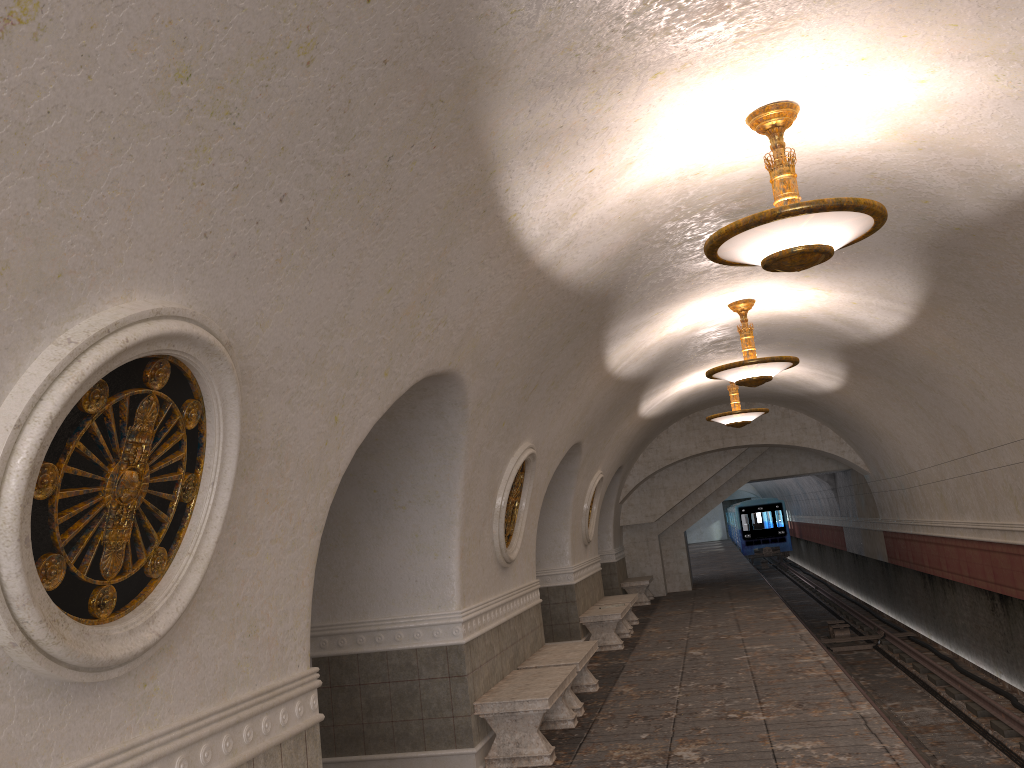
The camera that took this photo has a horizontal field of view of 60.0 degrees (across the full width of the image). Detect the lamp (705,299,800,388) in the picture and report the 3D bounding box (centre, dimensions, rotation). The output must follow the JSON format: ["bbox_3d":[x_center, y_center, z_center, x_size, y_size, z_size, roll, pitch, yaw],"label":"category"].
[{"bbox_3d":[2.603,-0.429,9.777,1.008,0.955,1.008,-11,-11,27],"label":"lamp"}]

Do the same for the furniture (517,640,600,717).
[{"bbox_3d":[0.532,3.056,9.222,0.613,0.508,1.509,-8,-10,11],"label":"furniture"}]

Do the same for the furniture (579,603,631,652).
[{"bbox_3d":[1.442,3.656,13.361,0.613,0.508,1.509,-8,-10,11],"label":"furniture"}]

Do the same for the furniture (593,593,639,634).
[{"bbox_3d":[1.800,3.892,14.987,0.613,0.508,1.509,-8,-10,11],"label":"furniture"}]

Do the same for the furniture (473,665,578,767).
[{"bbox_3d":[0.174,2.820,7.596,0.613,0.508,1.509,-8,-10,11],"label":"furniture"}]

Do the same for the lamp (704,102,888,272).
[{"bbox_3d":[1.576,-1.106,5.108,1.008,0.955,1.008,-11,-11,27],"label":"lamp"}]

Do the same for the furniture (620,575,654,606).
[{"bbox_3d":[2.783,4.540,19.456,0.613,0.508,1.509,-8,-10,11],"label":"furniture"}]

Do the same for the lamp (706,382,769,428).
[{"bbox_3d":[3.631,0.248,14.447,1.008,0.955,1.008,0,-11,-32],"label":"lamp"}]
